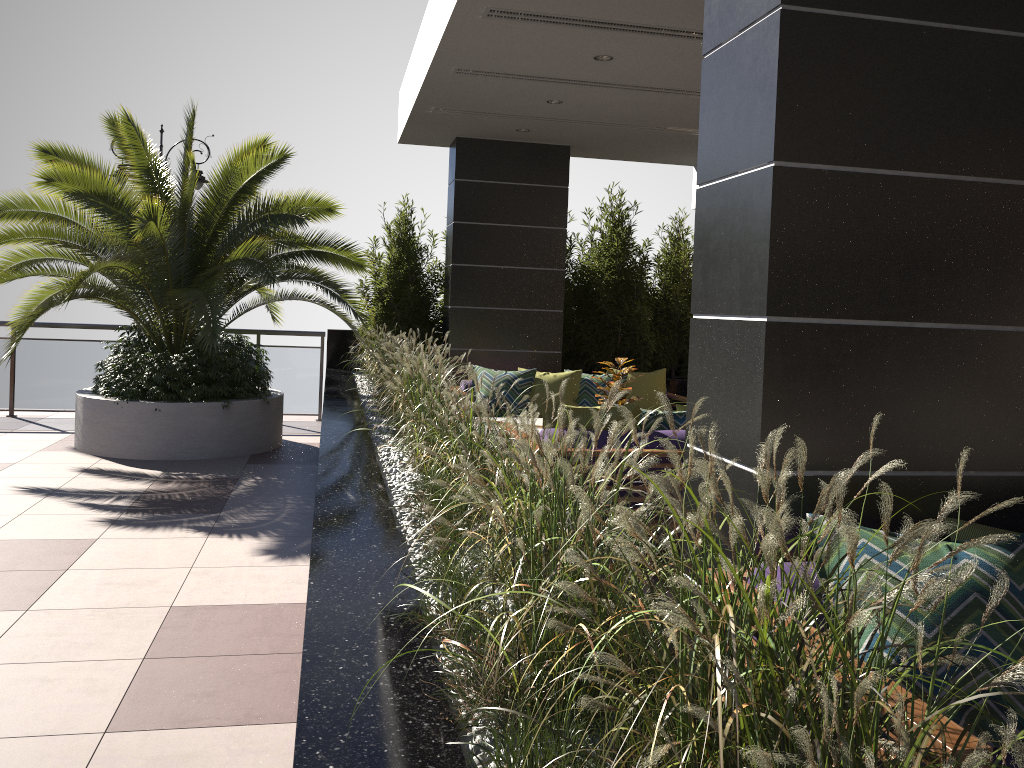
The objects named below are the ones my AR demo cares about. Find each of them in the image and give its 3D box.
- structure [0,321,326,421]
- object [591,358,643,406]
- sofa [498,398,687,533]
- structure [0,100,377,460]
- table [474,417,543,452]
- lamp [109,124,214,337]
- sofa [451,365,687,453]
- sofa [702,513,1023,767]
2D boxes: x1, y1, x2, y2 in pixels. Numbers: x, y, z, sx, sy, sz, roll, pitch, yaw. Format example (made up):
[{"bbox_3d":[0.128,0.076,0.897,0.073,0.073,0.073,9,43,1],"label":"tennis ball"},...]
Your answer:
[{"bbox_3d":[-6.549,0.557,0.761,12.911,1.057,17.555,1,5,-12],"label":"structure"},{"bbox_3d":[0.799,0.065,6.723,0.430,0.525,0.426,3,3,6],"label":"object"},{"bbox_3d":[1.054,0.540,5.449,2.125,0.918,1.122,1,4,-12],"label":"sofa"},{"bbox_3d":[-3.183,-1.073,8.448,3.758,3.298,3.804,4,4,31],"label":"structure"},{"bbox_3d":[0.779,0.603,6.734,2.036,0.553,0.944,1,4,-12],"label":"table"},{"bbox_3d":[-3.980,-1.247,9.933,1.121,3.323,0.264,2,1,-12],"label":"lamp"},{"bbox_3d":[0.541,0.307,7.964,2.125,0.918,1.122,1,4,-12],"label":"sofa"},{"bbox_3d":[1.700,0.833,2.282,2.125,0.918,1.122,1,4,-12],"label":"sofa"}]
